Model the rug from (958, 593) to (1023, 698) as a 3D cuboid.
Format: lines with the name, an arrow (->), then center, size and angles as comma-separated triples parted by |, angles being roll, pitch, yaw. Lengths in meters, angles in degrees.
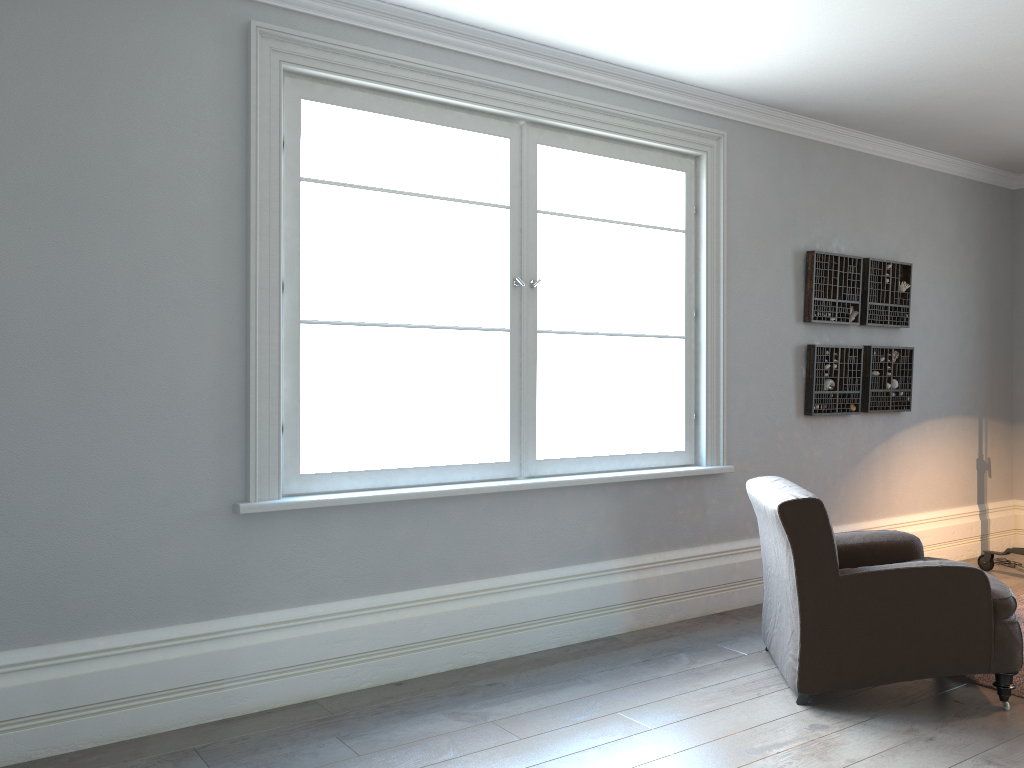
rug -> 3.281, 1.174, 3.592 | 2.400, 0.090, 2.819 | 0, 0, -34

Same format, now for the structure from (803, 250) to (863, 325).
structure -> 1.908, -0.565, 5.285 | 0.468, 0.416, 0.099 | 0, 0, -35

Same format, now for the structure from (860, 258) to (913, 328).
structure -> 2.362, -0.567, 5.572 | 0.468, 0.416, 0.105 | 0, 0, -35

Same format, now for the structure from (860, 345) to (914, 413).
structure -> 2.372, -0.031, 5.589 | 0.468, 0.416, 0.086 | 0, 0, -35

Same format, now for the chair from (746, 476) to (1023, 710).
chair -> 1.517, 0.819, 3.677 | 0.970, 0.795, 0.807 | 0, 0, 6

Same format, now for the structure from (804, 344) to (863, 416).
structure -> 1.921, -0.023, 5.276 | 0.468, 0.416, 0.086 | 0, 0, -35

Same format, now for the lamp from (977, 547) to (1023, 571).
lamp -> 3.426, 0.399, 5.538 | 0.797, 1.644, 1.864 | 0, 0, 3
